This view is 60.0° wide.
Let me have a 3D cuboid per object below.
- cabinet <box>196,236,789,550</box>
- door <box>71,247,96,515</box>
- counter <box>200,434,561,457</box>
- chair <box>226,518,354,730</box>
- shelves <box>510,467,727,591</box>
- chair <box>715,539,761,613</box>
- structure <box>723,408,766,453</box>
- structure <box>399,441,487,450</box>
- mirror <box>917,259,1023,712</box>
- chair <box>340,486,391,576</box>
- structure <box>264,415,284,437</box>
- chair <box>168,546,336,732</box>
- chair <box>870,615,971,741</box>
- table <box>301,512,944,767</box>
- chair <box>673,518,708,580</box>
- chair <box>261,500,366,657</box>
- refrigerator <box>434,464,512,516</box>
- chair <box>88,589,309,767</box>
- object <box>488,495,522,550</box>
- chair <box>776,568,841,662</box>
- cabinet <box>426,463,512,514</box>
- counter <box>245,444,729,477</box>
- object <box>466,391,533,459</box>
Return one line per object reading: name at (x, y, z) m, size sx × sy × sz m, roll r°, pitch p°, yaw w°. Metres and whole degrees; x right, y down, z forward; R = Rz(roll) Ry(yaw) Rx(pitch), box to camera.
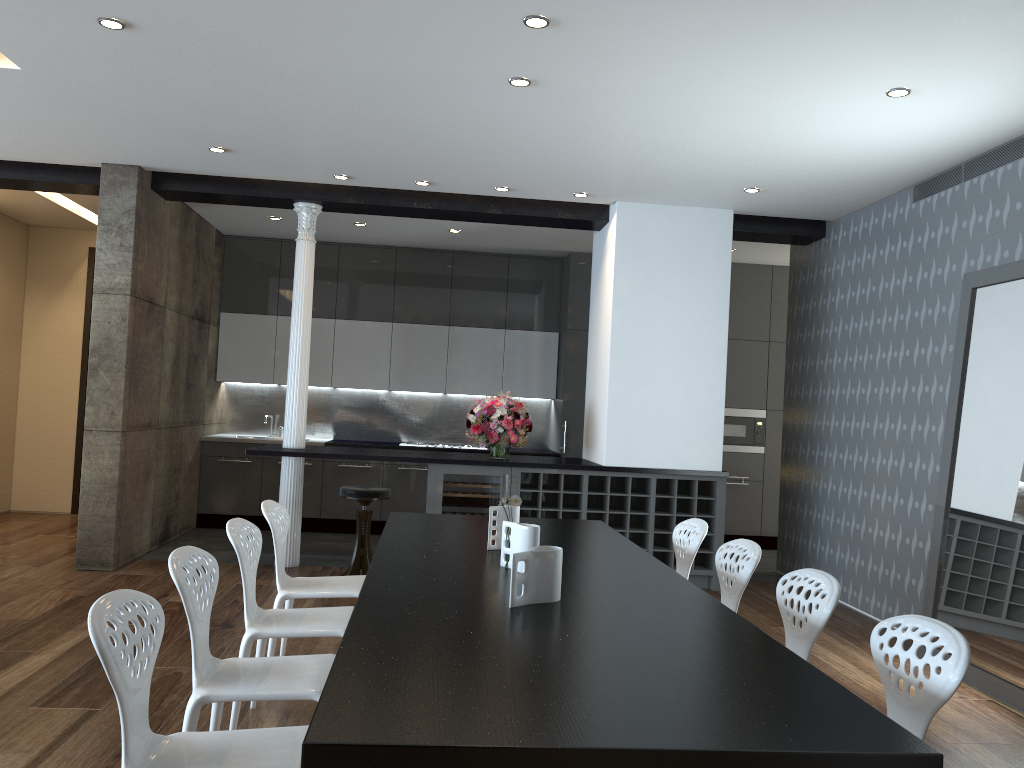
cabinet at (0.600, 0.140, 9.490) m, size 7.409 × 2.980 × 0.827 m, roll 3°, pitch -2°, yaw -5°
door at (-4.033, -0.009, 9.472) m, size 1.037 × 2.814 × 0.246 m, roll 3°, pitch -2°, yaw -5°
counter at (-1.333, 0.737, 9.310) m, size 3.597 × 0.223 × 0.807 m, roll 3°, pitch -2°, yaw -5°
chair at (-0.883, 0.982, 3.620) m, size 0.581 × 0.835 × 0.495 m, roll 3°, pitch -2°, yaw -5°
shelves at (0.782, 1.140, 7.335) m, size 1.700 × 0.897 × 0.900 m, roll 3°, pitch -2°, yaw -5°
chair at (0.720, 1.069, 3.736) m, size 0.581 × 0.835 × 0.495 m, roll 3°, pitch -2°, yaw -5°
structure at (2.333, 0.491, 9.523) m, size 0.595 × 0.452 × 0.528 m, roll 3°, pitch -2°, yaw -5°
structure at (-0.723, 0.659, 9.325) m, size 0.900 × 0.066 × 0.520 m, roll 3°, pitch -2°, yaw -5°
mirror at (2.627, 0.465, 4.692) m, size 0.240 × 2.294 × 1.200 m, roll 3°, pitch -2°, yaw -5°
chair at (-1.593, 1.133, 3.295) m, size 16.134 × 0.952 × 21.556 m, roll 3°, pitch -2°, yaw -5°
structure at (-2.523, 0.459, 9.424) m, size 0.183 × 0.249 × 0.224 m, roll 3°, pitch -2°, yaw -5°
chair at (-0.825, 0.965, 2.885) m, size 0.581 × 0.835 × 0.495 m, roll 3°, pitch -2°, yaw -5°
chair at (0.848, 1.037, 2.337) m, size 0.581 × 0.835 × 0.495 m, roll 3°, pitch -2°, yaw -5°
table at (0.050, 1.074, 3.310) m, size 1.200 × 0.733 × 3.400 m, roll 3°, pitch -2°, yaw -5°
chair at (0.657, 1.085, 4.435) m, size 0.581 × 0.835 × 0.495 m, roll 3°, pitch -2°, yaw -5°
chair at (-0.942, 0.998, 4.319) m, size 0.581 × 0.835 × 0.495 m, roll 3°, pitch -2°, yaw -5°
refrigerator at (-0.312, 1.009, 6.805) m, size 0.578 × 0.774 × 0.075 m, roll 3°, pitch -2°, yaw -1°
chair at (-0.742, 0.950, 2.194) m, size 0.581 × 0.835 × 0.495 m, roll 3°, pitch -2°, yaw -5°
object at (-0.039, 0.601, 3.867) m, size 0.161 × 0.233 × 0.076 m, roll 4°, pitch -2°, yaw -24°
chair at (0.784, 1.053, 3.036) m, size 0.581 × 0.835 × 0.495 m, roll 3°, pitch -2°, yaw -5°
cabinet at (-0.382, 1.076, 7.231) m, size 0.642 × 0.897 × 0.900 m, roll 3°, pitch -2°, yaw -5°
counter at (-0.188, 0.618, 7.259) m, size 3.700 × 0.040 × 1.000 m, roll 3°, pitch -2°, yaw -5°
object at (-0.103, 0.326, 7.174) m, size 0.544 × 0.552 × 0.570 m, roll 3°, pitch -2°, yaw 1°
